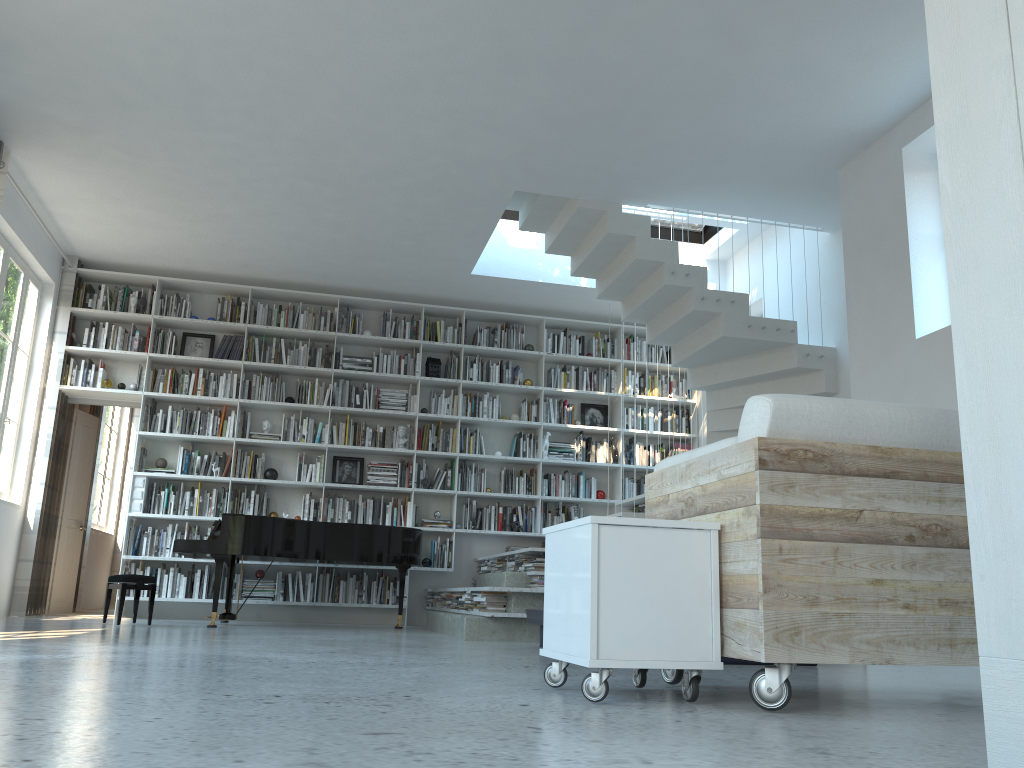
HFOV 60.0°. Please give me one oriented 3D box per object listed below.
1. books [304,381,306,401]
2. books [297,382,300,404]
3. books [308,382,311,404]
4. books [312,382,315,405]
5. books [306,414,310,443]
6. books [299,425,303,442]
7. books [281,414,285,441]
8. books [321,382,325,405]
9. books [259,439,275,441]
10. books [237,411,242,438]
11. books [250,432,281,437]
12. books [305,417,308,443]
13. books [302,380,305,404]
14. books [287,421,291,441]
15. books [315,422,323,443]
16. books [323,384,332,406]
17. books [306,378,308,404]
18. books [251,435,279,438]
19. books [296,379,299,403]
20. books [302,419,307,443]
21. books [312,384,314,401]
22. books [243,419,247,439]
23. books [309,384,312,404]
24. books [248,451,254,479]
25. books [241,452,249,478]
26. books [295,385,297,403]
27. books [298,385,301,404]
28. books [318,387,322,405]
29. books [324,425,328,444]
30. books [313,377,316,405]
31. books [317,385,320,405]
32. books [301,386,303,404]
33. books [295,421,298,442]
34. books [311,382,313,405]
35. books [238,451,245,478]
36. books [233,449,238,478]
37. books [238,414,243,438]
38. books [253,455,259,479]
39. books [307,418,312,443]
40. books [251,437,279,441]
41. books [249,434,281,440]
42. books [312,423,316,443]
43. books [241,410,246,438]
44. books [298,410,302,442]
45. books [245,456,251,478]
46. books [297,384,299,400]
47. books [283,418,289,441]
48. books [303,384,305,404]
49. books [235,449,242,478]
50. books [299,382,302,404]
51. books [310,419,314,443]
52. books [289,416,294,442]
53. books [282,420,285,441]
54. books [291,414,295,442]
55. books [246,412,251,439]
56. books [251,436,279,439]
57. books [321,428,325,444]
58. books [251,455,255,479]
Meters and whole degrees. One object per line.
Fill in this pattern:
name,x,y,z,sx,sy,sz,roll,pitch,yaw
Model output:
books,-2.019,0.103,8.635,0.005,0.274,0.157,5,-14,-12
books,-2.074,0.112,8.607,0.005,0.240,0.174,5,-14,-12
books,-1.973,0.116,8.618,0.013,0.243,0.189,5,-14,-12
books,-1.937,0.119,8.644,0.006,0.252,0.180,5,-14,-12
books,-1.972,0.452,8.558,0.011,0.300,0.179,5,-14,-12
books,-2.035,0.506,8.552,0.025,0.189,0.140,5,-14,-12
books,-2.200,0.440,8.508,0.012,0.284,0.160,5,-14,-12
books,-1.850,0.126,8.664,0.022,0.256,0.155,5,-14,-12
books,-2.359,0.551,8.461,0.254,0.012,0.161,5,-14,-12
books,-2.594,0.410,8.437,0.012,0.284,0.160,5,-14,-12
books,-2.355,0.490,8.466,0.285,0.012,0.160,6,-14,-16
books,-1.982,0.466,8.544,0.012,0.265,0.193,5,-14,-12
books,-2.034,0.108,8.641,0.009,0.266,0.150,5,-14,-12
books,-2.149,0.478,8.536,0.024,0.226,0.138,5,-14,-12
books,-1.869,0.496,8.571,0.060,0.227,0.179,5,-14,-12
books,-1.804,0.134,8.650,0.064,0.236,0.209,5,-14,-12
books,-2.003,0.101,8.650,0.033,0.287,0.155,5,-14,-12
books,-2.356,0.514,8.463,0.254,0.012,0.161,6,-14,-15
books,-2.092,0.100,8.634,0.012,0.275,0.129,5,-13,-12
books,-2.004,0.476,8.547,0.028,0.246,0.170,5,-14,-12
books,-1.943,0.114,8.650,0.004,0.264,0.142,5,-14,-12
books,-2.539,0.452,8.441,0.034,0.209,0.136,5,-14,-12
books,-1.970,0.129,8.654,0.011,0.235,0.131,5,-14,-12
books,-2.460,0.777,8.356,0.026,0.273,0.190,5,-14,-12
books,-2.519,0.782,8.359,0.036,0.262,0.167,5,-14,-12
books,-2.099,0.108,8.623,0.005,0.253,0.161,5,-14,-12
books,-2.070,0.128,8.622,0.013,0.215,0.150,5,-14,-12
books,-1.876,0.146,8.663,0.024,0.215,0.142,5,-14,-12
books,-1.806,0.511,8.604,0.026,0.216,0.126,5,-14,-12
books,-1.931,0.095,8.653,0.006,0.303,0.166,5,-14,-12
books,-1.892,0.138,8.661,0.011,0.229,0.166,5,-14,-12
books,-2.043,0.138,8.623,0.011,0.199,0.163,5,-14,-12
books,-2.079,0.483,8.541,0.048,0.224,0.150,5,-14,-12
books,-1.954,0.119,8.647,0.017,0.252,0.140,5,-14,-12
books,-2.550,0.775,8.360,0.026,0.274,0.155,5,-14,-12
books,-2.605,0.767,8.354,0.012,0.284,0.160,5,-14,-12
books,-2.575,0.424,8.432,0.024,0.256,0.134,5,-14,-12
books,-2.428,0.802,8.397,0.028,0.247,0.143,5,-14,-12
books,-1.957,0.473,8.558,0.023,0.259,0.170,5,-14,-12
books,-2.356,0.537,8.455,0.254,0.012,0.161,6,-14,-16
books,-2.356,0.503,8.468,0.285,0.012,0.160,4,-14,-10
books,-1.917,0.502,8.583,0.026,0.218,0.150,5,-14,-12
books,-2.562,0.409,8.457,0.011,0.297,0.136,5,-13,-12
books,-2.047,0.433,8.551,0.010,0.328,0.174,5,-14,-12
books,-2.490,0.802,8.365,0.025,0.227,0.153,5,-14,-12
books,-2.084,0.118,8.629,0.005,0.238,0.146,5,-14,-12
books,-2.169,0.460,8.505,0.030,0.246,0.174,5,-14,-12
books,-2.020,0.126,8.606,0.006,0.216,0.181,5,-14,-12
books,-2.574,0.767,8.351,0.025,0.284,0.145,5,-14,-12
books,-2.054,0.113,8.602,0.005,0.235,0.179,5,-14,-12
books,-1.939,0.481,8.582,0.022,0.255,0.152,5,-14,-12
books,-2.123,0.457,8.531,0.022,0.266,0.151,5,-14,-12
books,-2.193,0.470,8.517,0.010,0.231,0.155,5,-14,-12
books,-2.103,0.447,8.526,0.012,0.285,0.167,5,-14,-12
books,-2.510,0.420,8.450,0.021,0.277,0.137,5,-13,-12
books,-2.356,0.525,8.456,0.254,0.012,0.161,6,-14,-17
books,-1.831,0.526,8.592,0.027,0.180,0.142,5,-14,-12
books,-2.445,0.799,8.376,0.014,0.243,0.153,5,-14,-12
